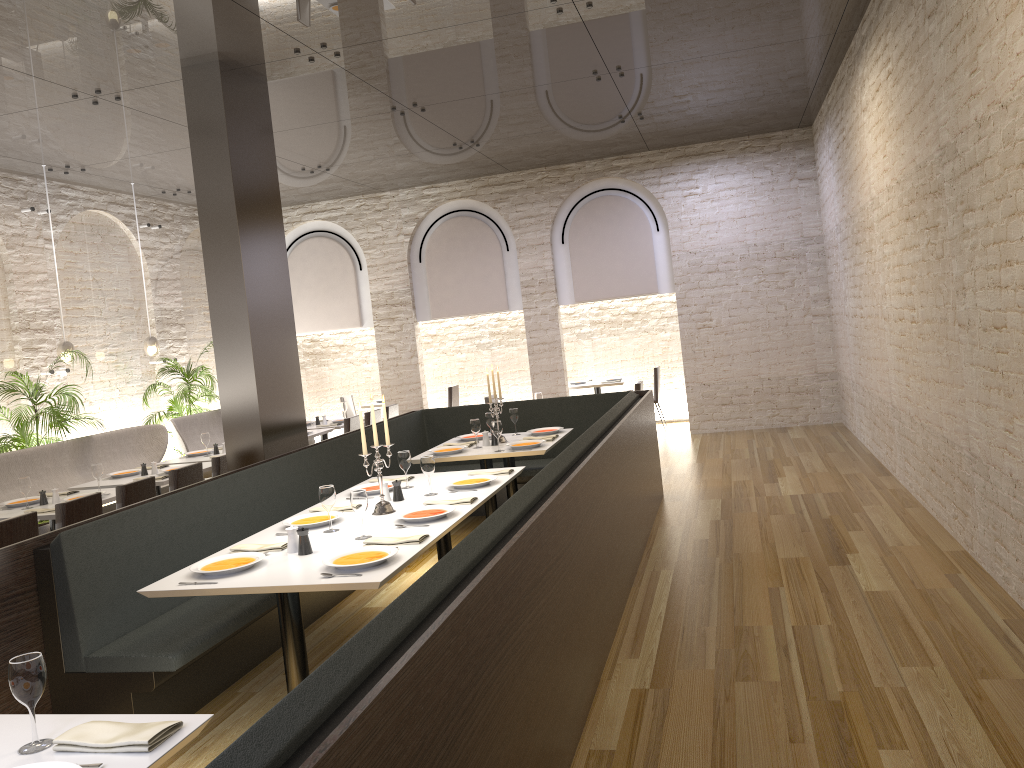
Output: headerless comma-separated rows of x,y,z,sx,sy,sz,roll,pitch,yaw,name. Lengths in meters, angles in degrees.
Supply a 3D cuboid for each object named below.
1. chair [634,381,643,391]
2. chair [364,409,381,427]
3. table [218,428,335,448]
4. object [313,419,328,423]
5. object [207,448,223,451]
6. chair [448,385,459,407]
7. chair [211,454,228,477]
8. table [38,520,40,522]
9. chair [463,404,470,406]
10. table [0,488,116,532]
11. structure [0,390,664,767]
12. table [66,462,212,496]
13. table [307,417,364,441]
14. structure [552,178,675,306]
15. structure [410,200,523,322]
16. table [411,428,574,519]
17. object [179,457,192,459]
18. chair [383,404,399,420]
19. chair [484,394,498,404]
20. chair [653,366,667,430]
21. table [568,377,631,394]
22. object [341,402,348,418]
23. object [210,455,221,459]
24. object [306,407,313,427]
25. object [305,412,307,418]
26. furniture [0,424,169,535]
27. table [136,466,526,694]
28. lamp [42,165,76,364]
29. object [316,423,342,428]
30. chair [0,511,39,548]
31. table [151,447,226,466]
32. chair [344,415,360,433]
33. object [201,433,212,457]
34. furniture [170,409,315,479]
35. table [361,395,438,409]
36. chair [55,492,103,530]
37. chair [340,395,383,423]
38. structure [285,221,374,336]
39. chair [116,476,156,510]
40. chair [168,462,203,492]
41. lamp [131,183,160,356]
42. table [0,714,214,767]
1.287,0.451,10.331,0.565,0.905,0.413,-6,2,14,chair
-1.816,0.782,10.463,0.565,0.905,0.413,-6,2,14,chair
-2.590,0.972,9.947,0.935,0.759,1.013,-6,3,14,table
-2.527,0.482,11.437,0.272,0.033,0.143,-5,4,14,object
-3.058,0.675,9.260,0.272,0.033,0.143,-5,4,14,object
-1.083,0.501,13.692,0.565,0.905,0.413,-6,2,14,chair
-2.555,1.052,7.438,0.565,0.905,0.413,-6,2,14,chair
-3.669,1.366,5.527,0.935,0.759,1.013,-6,3,14,table
-0.249,0.668,9.545,0.565,0.905,0.413,-6,2,14,chair
-3.394,1.265,6.654,0.935,0.759,1.013,-6,3,14,table
-1.066,1.100,3.276,2.369,0.999,10.774,-5,4,14,structure
-3.116,1.164,7.791,0.935,0.759,1.013,-6,3,14,table
-2.320,0.874,11.053,0.935,0.759,1.013,-6,3,14,table
1.355,-2.005,12.253,1.632,1.673,0.098,-6,1,14,structure
-0.691,-1.812,12.762,1.632,1.673,0.098,-6,1,14,structure
-0.093,0.864,7.293,1.099,0.759,1.191,-6,3,14,table
-3.204,0.726,8.756,0.185,0.010,0.017,-5,3,14,object
-1.680,0.733,11.023,0.565,0.905,0.413,-6,2,14,chair
0.020,0.570,10.647,0.565,0.905,0.413,-6,2,14,chair
1.924,0.218,12.943,0.565,0.905,0.413,-6,2,14,chair
1.289,0.350,13.110,0.935,0.759,1.013,-6,3,14,table
-2.124,0.343,11.245,0.086,0.230,0.086,-5,2,44,object
-2.725,0.689,8.453,0.272,0.033,0.143,-5,4,14,object
-2.477,0.405,10.867,0.086,0.230,0.086,-5,2,44,object
-2.391,0.440,10.151,0.086,0.230,0.086,-5,2,44,object
-4.042,1.131,7.239,0.708,1.096,4.486,-6,3,14,furniture
-0.699,1.085,4.812,1.099,0.759,2.545,-6,3,14,table
-4.666,-1.218,9.063,0.178,2.039,0.178,-6,1,-7,lamp
-2.193,0.495,10.630,0.272,0.033,0.143,-5,4,14,object
-3.096,1.249,5.220,0.565,0.905,0.413,-6,2,14,chair
-2.851,1.067,8.876,0.935,0.759,1.013,-6,3,14,table
-1.949,0.831,9.919,0.565,0.905,0.413,-6,2,14,chair
-3.004,0.597,8.708,0.086,0.230,0.086,-5,2,44,object
-3.170,0.813,10.807,0.706,1.096,2.591,-6,3,14,furniture
-1.705,0.632,13.856,0.935,0.759,1.013,-6,3,14,table
-2.963,1.201,5.764,0.565,0.905,0.413,-6,2,14,chair
-2.350,0.620,14.008,0.565,0.905,0.413,-6,2,14,chair
-2.874,-1.607,13.306,1.632,1.673,0.098,-6,1,14,structure
-2.830,1.152,6.311,0.565,0.905,0.413,-6,2,14,chair
-2.690,1.101,6.886,0.565,0.905,0.413,-6,2,14,chair
-4.337,-1.338,10.410,0.178,2.039,0.178,-6,1,-7,lamp
-1.572,1.403,1.235,1.099,0.759,2.545,-6,3,14,table
